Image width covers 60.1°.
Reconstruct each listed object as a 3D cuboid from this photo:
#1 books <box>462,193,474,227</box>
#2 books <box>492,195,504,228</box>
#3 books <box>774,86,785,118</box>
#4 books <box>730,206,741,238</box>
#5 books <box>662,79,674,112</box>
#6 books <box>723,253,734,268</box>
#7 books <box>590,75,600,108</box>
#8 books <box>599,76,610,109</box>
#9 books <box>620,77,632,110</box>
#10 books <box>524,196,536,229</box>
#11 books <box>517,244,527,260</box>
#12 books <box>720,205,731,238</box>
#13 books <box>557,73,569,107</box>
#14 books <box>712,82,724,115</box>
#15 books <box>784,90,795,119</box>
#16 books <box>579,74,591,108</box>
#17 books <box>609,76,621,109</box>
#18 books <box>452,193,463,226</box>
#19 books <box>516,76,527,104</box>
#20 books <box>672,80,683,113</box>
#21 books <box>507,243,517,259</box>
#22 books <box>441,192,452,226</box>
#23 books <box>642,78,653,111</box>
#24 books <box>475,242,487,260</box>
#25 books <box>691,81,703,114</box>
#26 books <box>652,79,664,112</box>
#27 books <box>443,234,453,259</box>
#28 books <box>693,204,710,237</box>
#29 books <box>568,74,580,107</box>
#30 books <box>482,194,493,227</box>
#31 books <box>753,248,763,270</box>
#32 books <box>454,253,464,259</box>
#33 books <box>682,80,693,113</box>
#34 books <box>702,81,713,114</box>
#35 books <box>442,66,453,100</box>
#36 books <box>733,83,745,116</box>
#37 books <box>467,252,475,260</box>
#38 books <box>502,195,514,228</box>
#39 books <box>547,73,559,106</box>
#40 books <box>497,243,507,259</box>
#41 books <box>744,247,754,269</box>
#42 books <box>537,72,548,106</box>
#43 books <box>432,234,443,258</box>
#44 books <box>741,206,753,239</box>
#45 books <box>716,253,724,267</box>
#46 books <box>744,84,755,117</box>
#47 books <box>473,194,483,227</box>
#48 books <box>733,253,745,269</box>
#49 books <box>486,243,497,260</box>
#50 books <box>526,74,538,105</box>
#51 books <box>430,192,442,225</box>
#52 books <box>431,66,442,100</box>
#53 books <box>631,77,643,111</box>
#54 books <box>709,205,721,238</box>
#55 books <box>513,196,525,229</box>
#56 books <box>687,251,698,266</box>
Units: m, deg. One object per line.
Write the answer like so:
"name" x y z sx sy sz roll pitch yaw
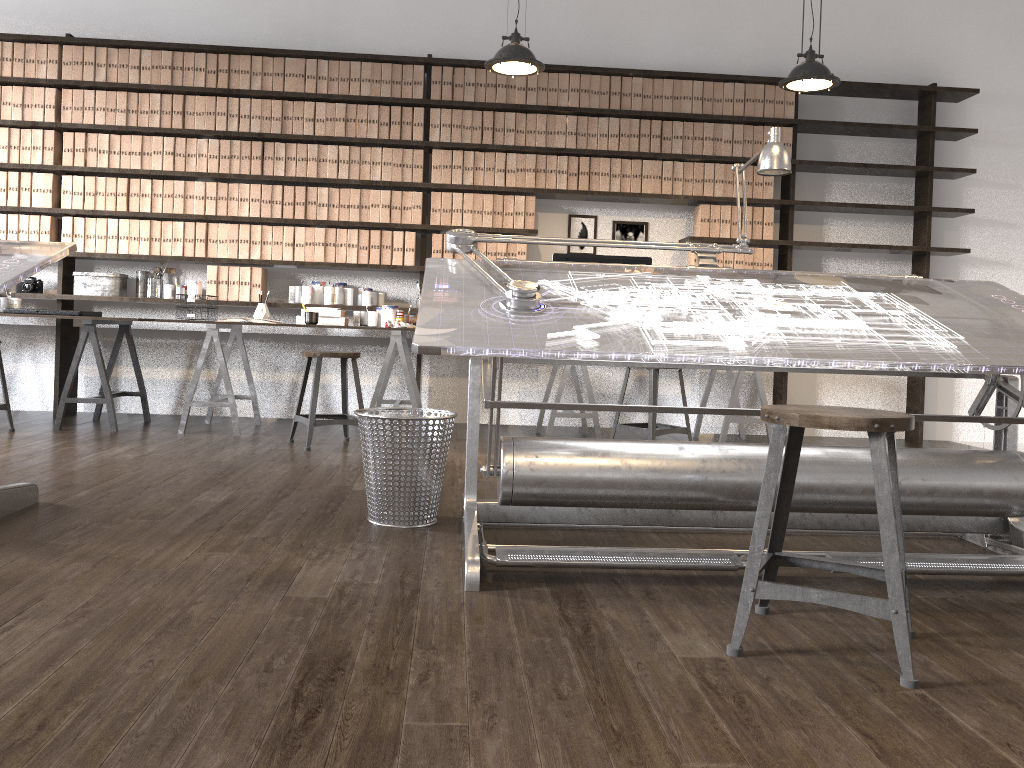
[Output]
"books" -0.294 -1.149 5.920 0.067 0.225 0.175 2 2 -4
"books" -0.098 -1.143 5.936 0.067 0.225 0.175 2 2 -4
"books" 1.800 -1.905 6.057 0.067 0.225 0.174 2 2 -4
"books" 1.502 -1.091 6.045 0.067 0.225 0.175 2 2 -4
"books" 1.038 -1.929 5.999 0.067 0.225 0.175 2 2 -4
"books" 1.452 -0.818 6.041 0.067 0.225 0.174 2 2 -4
"books" 0.544 -1.946 5.970 0.067 0.225 0.175 2 2 -4
"books" 0.609 -1.943 5.976 0.067 0.225 0.175 2 2 -4
"books" 0.758 -1.939 5.986 0.067 0.225 0.175 2 2 -4
"books" 0.115 -1.136 5.951 0.067 0.225 0.175 2 2 -4
"books" 0.059 -0.863 5.947 0.067 0.225 0.175 2 2 -4
"books" 1.432 -1.093 6.035 0.067 0.225 0.174 2 2 -4
"books" 0.337 -1.952 5.955 0.067 0.225 0.174 2 2 -4
"books" 1.379 -1.919 6.029 0.067 0.225 0.174 2 2 -4
"books" 1.869 -1.902 6.058 0.067 0.225 0.174 2 2 -4
"books" 0.481 -1.947 5.961 0.067 0.225 0.175 2 2 -4
"books" 0.683 -1.941 5.976 0.067 0.225 0.175 2 2 -4
"books" -0.366 -1.152 5.914 0.067 0.225 0.175 2 2 -4
"books" 0.055 -1.961 5.936 0.067 0.225 0.175 2 2 -4
"books" 1.104 -1.927 6.008 0.067 0.225 0.175 2 2 -4
"books" -0.004 -0.865 5.944 0.067 0.225 0.175 2 2 -4
"books" -0.436 -1.154 5.913 0.067 0.225 0.175 2 2 -4
"books" 0.899 -1.934 5.995 0.067 0.225 0.174 2 2 -4
"books" -0.209 -0.872 5.932 0.067 0.225 0.174 2 2 -4
"books" 1.239 -1.923 6.014 0.067 0.225 0.175 2 2 -4
"books" 0.970 -1.932 6.000 0.067 0.225 0.175 2 2 -4
"books" -0.425 -0.879 5.912 0.067 0.225 0.175 2 2 -4
"books" 1.290 -1.098 6.030 0.067 0.225 0.175 2 2 -4
"books" 0.409 -1.950 5.956 0.067 0.225 0.175 2 2 -4
"books" -0.164 -1.145 5.926 0.067 0.225 0.175 2 2 -4
"books" 1.653 -0.811 6.055 0.067 0.225 0.175 2 2 -4
"books" -0.350 -0.876 5.923 0.067 0.225 0.175 2 2 -4
"books" 1.167 -1.925 6.011 0.067 0.225 0.175 2 2 -4
"books" 1.309 -1.921 6.022 0.067 0.225 0.175 2 2 -4
"books" -0.428 -1.977 5.901 0.067 0.225 0.175 2 2 -4
"books" 1.521 -1.913 6.031 0.067 0.225 0.175 2 2 -4
"books" -0.279 -0.874 5.923 0.066 0.225 0.174 2 2 -4
"books" -0.027 -1.141 5.941 0.067 0.225 0.174 2 2 -4
"books" 0.267 -1.955 5.954 0.067 0.225 0.174 2 2 -4
"books" -0.070 -0.867 5.935 0.067 0.225 0.175 2 2 -4
"books" 1.590 -0.813 6.046 0.067 0.225 0.175 2 2 -4
"books" 0.197 -1.957 5.947 0.067 0.225 0.175 2 2 -4
"books" -0.499 -0.881 5.913 0.067 0.225 0.175 2 2 -4
"books" 1.577 -1.088 6.044 0.067 0.225 0.175 2 2 -4
"books" 1.382 -0.820 6.040 0.067 0.225 0.174 2 2 -4
"books" 1.593 -1.911 6.036 0.067 0.225 0.175 2 2 -4
"books" -0.231 -1.147 5.926 0.066 0.225 0.175 2 2 -4
"books" 1.524 -0.815 6.042 0.067 0.225 0.175 2 2 -4
"books" -0.138 -0.869 5.936 0.067 0.225 0.175 2 2 -4
"books" 0.128 -1.959 5.939 0.067 0.225 0.175 2 2 -4
"books" -0.506 -1.156 5.910 0.067 0.225 0.174 2 2 -4
"books" -0.502 -1.980 5.902 0.067 0.225 0.175 2 2 -4
"books" 0.829 -1.936 5.987 0.067 0.225 0.174 2 2 -4
"books" 1.361 -1.096 6.035 0.067 0.225 0.174 2 2 -4
"books" 0.044 -1.138 5.942 0.067 0.225 0.174 2 2 -4
"books" 1.243 -0.824 6.025 0.067 0.225 0.175 2 2 -4
